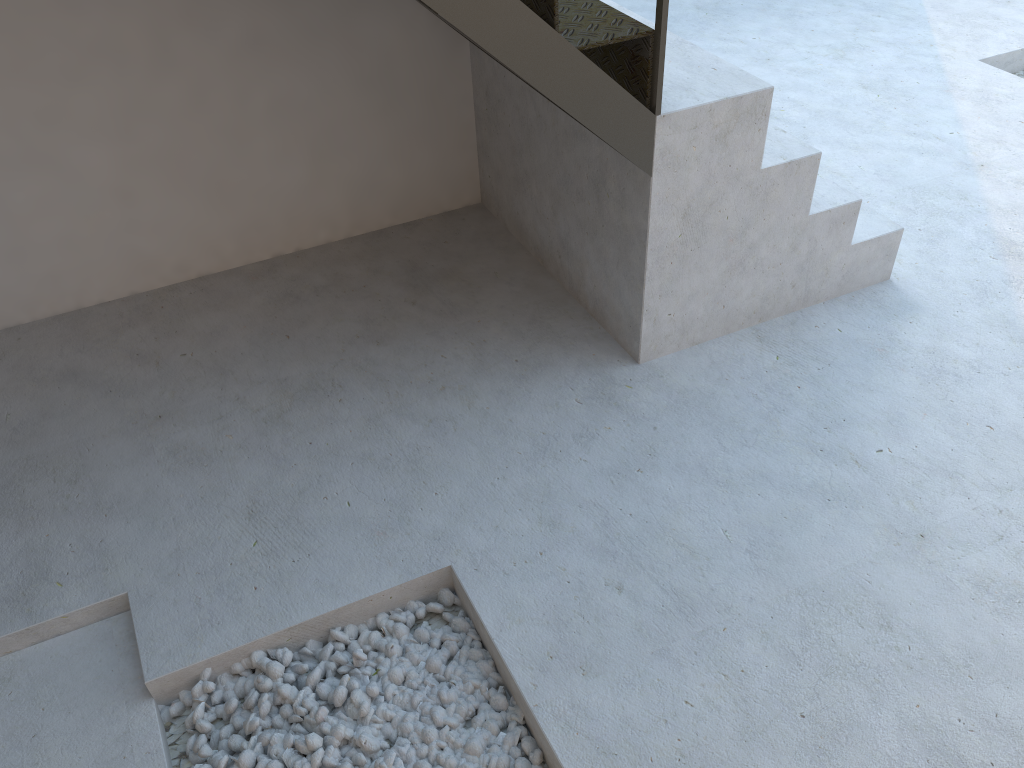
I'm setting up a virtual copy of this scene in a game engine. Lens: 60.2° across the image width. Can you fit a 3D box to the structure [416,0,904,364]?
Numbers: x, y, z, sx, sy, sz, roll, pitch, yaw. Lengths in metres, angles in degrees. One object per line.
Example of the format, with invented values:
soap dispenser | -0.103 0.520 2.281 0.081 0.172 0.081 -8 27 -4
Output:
structure | -2.071 -1.226 0.947 6.488 4.139 1.114 -18 44 -16
